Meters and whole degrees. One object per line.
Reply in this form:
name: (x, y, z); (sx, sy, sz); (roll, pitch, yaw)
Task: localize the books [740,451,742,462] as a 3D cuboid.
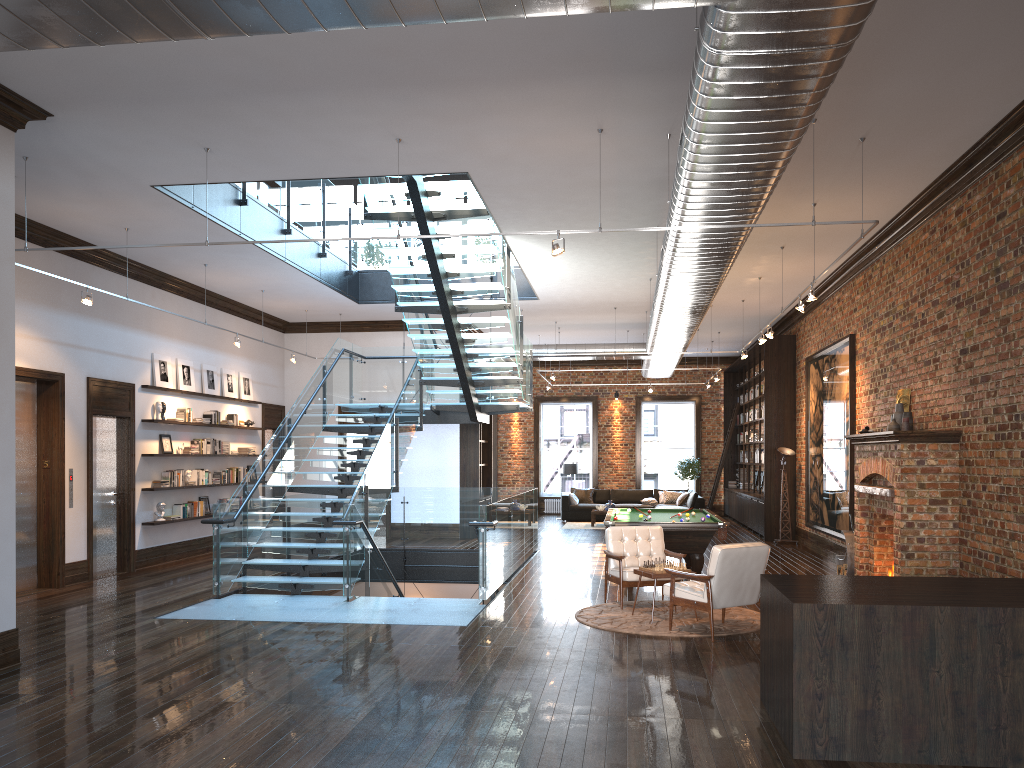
books: (6.294, 1.975, 24.082); (0.183, 0.300, 0.015); (0, 0, 7)

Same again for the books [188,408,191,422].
books: (-5.176, 0.498, 14.069); (0.164, 0.216, 0.012); (0, 0, 7)

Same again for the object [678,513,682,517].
object: (2.380, 1.856, 12.577); (0.057, 0.057, 0.057); (1, -3, -28)

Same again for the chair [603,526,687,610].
chair: (1.457, 2.020, 9.784); (0.768, 0.865, 0.743); (0, -2, -12)

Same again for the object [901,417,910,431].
object: (4.306, 0.452, 9.704); (0.081, 0.178, 0.082); (1, -1, -40)

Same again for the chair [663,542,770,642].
chair: (1.907, 1.897, 8.287); (0.768, 0.865, 0.742); (1, -2, -32)

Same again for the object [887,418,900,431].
object: (4.225, 0.465, 9.814); (0.136, 0.169, 0.136); (1, -2, -40)

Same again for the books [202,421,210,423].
books: (-5.125, 0.628, 14.669); (0.142, 0.011, 0.255); (-1, -5, 8)

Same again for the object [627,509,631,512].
object: (1.798, 1.940, 13.597); (0.057, 0.057, 0.057); (0, -2, 8)

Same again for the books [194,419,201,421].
books: (-5.157, 0.587, 14.383); (0.125, 0.014, 0.214); (-1, -5, 7)

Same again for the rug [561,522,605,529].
rug: (2.255, 3.375, 21.130); (2.021, 0.003, 2.120); (-1, -5, 7)

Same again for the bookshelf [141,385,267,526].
bookshelf: (-5.060, 1.207, 14.982); (0.200, 2.051, 4.086); (0, -4, 7)

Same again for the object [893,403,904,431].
object: (4.371, 0.391, 9.998); (0.145, 0.349, 0.145); (-1, -1, 44)

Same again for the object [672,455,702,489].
object: (4.812, 2.884, 24.383); (0.812, 1.863, 0.801); (0, -1, 16)

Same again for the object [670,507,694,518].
object: (2.503, 1.884, 13.017); (0.028, 0.072, 1.609); (0, -4, 23)

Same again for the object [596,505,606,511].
object: (2.127, 2.941, 21.035); (0.218, 0.159, 0.219); (3, -4, -40)

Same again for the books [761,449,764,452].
books: (5.830, 1.677, 20.591); (0.186, 0.317, 0.015); (0, 0, 7)

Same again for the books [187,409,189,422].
books: (-5.190, 0.503, 14.021); (0.163, 0.198, 0.029); (0, 0, 7)

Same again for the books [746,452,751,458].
books: (6.211, 1.920, 23.306); (0.129, 0.282, 0.030); (0, 0, 7)

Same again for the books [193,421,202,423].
books: (-5.156, 0.616, 14.384); (0.156, 0.015, 0.211); (-1, -5, 7)

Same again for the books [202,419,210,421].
books: (-5.123, 0.596, 14.669); (0.142, 0.011, 0.256); (-1, -5, 9)

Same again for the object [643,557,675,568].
object: (1.508, 1.828, 9.103); (0.334, 0.101, 0.076); (1, -2, -18)

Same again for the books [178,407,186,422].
books: (-5.207, 0.485, 13.992); (0.142, 0.228, 0.014); (0, 0, 7)

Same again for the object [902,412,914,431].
object: (4.378, 0.429, 9.814); (0.120, 0.242, 0.120); (0, -1, 27)

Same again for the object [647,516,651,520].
object: (1.860, 1.810, 12.008); (0.057, 0.057, 0.057); (1, -2, -22)

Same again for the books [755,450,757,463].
books: (5.918, 1.736, 21.212); (0.184, 0.301, 0.016); (0, 0, 7)

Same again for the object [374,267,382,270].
object: (-3.245, -2.552, 21.074); (0.812, 1.863, 0.801); (0, -1, -34)

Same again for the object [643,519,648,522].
object: (1.717, 1.761, 11.406); (0.057, 0.057, 0.057); (-1, -2, 12)

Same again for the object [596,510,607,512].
object: (2.116, 3.011, 21.026); (0.267, 0.018, 0.202); (-3, -5, 31)

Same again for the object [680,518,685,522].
object: (2.196, 1.763, 11.438); (0.057, 0.057, 0.057); (-1, -2, 12)

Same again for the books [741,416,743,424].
books: (6.215, 0.966, 23.629); (0.191, 0.229, 0.034); (0, 0, 7)

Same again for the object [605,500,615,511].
object: (2.344, 2.907, 21.173); (0.215, 0.251, 0.215); (-2, -2, 40)

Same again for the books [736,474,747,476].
books: (6.272, 2.486, 24.231); (0.260, 0.028, 0.316); (-1, -5, 7)

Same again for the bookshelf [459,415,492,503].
bookshelf: (-0.746, 1.430, 18.768); (0.400, 3.514, 1.784); (0, -1, 7)

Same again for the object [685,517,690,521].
object: (2.315, 1.783, 11.686); (0.057, 0.057, 0.057); (2, -3, -43)

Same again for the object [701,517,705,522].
object: (2.507, 1.780, 11.644); (0.057, 0.057, 0.057); (-1, -3, 29)

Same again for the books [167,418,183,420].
books: (-5.238, 0.545, 13.790); (0.142, 0.011, 0.256); (0, -5, 6)

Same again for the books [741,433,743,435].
books: (6.274, 1.463, 23.972); (0.179, 0.299, 0.015); (0, 0, 7)

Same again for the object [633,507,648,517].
object: (1.912, 1.890, 13.094); (0.028, 0.072, 1.610); (0, -5, -1)

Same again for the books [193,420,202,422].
books: (-5.151, 0.603, 14.397); (0.159, 0.014, 0.184); (-1, -5, 7)

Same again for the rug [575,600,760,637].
rug: (1.630, 2.382, 9.083); (1.970, 0.015, 1.976); (-1, -5, 9)

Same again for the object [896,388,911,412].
object: (4.543, 0.329, 10.377); (0.125, 0.535, 0.409); (0, -2, 7)

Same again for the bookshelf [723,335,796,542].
bookshelf: (5.670, 1.353, 20.836); (0.600, 3.993, 7.428); (0, -4, 7)

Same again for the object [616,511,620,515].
object: (1.554, 1.896, 13.056); (0.057, 0.057, 0.057); (0, -2, 6)

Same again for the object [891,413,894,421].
object: (4.396, 0.452, 10.142); (0.118, 0.249, 0.118); (0, -1, -35)

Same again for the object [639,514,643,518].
object: (1.790, 1.835, 12.315); (0.057, 0.057, 0.057); (-2, -3, 44)

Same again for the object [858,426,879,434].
object: (4.173, 0.544, 10.382); (0.237, 0.105, 0.237); (-1, -4, 18)

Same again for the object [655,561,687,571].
object: (1.586, 1.808, 8.857); (0.334, 0.101, 0.076); (1, -2, -18)

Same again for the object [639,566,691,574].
object: (1.547, 1.880, 8.980); (0.388, 0.028, 0.389); (1, -5, -18)

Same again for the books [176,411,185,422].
books: (-5.219, 0.509, 13.962); (0.128, 0.175, 0.050); (0, 0, 7)
